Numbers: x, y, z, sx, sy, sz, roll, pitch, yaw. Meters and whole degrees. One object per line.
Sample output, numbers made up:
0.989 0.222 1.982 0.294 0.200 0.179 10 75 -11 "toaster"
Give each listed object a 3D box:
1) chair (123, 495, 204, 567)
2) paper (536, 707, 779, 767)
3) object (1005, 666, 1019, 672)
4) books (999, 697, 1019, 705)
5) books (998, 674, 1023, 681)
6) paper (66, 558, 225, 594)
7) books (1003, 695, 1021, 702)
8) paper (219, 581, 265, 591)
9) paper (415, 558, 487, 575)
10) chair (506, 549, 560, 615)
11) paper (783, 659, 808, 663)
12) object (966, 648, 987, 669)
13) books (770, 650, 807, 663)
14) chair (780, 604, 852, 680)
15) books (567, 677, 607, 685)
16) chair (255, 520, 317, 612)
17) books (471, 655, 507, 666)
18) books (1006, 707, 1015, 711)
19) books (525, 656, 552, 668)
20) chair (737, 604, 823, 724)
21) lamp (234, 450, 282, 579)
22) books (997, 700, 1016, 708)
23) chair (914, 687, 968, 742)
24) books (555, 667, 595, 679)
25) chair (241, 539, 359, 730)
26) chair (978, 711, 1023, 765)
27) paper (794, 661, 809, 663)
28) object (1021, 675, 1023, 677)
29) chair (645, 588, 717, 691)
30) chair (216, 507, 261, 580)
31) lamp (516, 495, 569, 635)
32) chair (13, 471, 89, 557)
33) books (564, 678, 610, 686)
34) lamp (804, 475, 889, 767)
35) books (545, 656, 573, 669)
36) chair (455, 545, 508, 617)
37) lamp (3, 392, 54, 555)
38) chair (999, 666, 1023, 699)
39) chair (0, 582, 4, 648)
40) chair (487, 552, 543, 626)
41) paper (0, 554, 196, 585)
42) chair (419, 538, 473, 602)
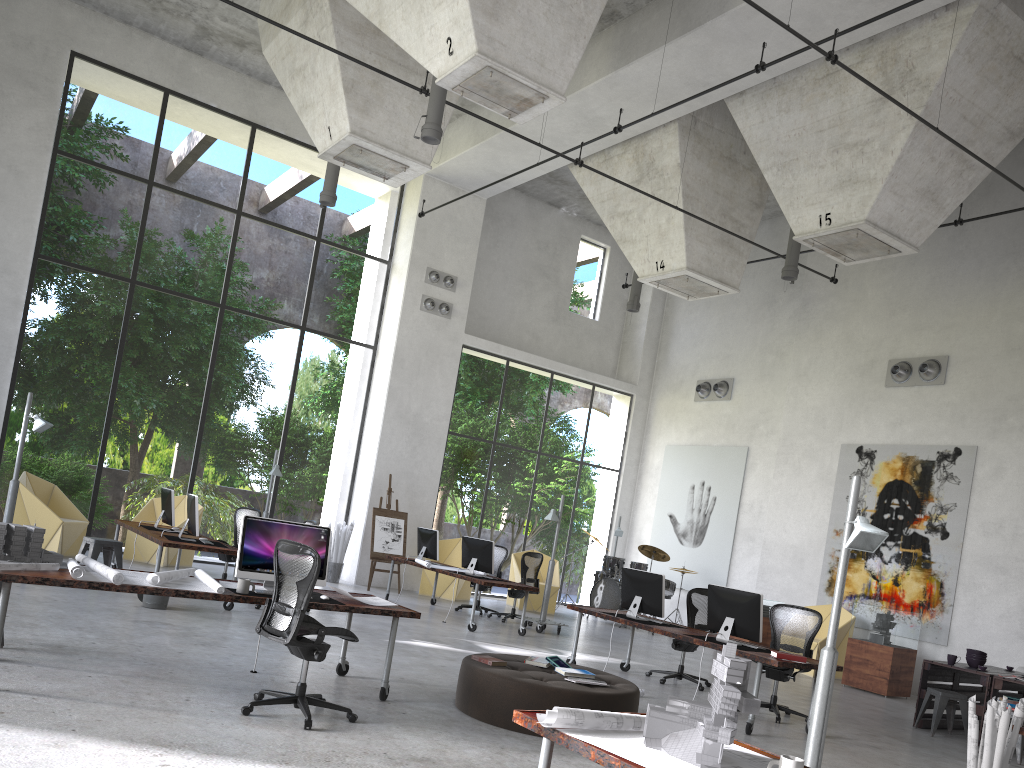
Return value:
-5.679 2.363 14.369 0.975 1.163 0.947 8 -5 13 "chair"
0.784 1.460 3.480 0.991 0.104 1.071 16 -11 -37 "paper"
5.982 3.419 10.539 0.138 0.056 0.117 12 -8 -17 "object"
5.208 3.294 9.097 0.253 0.032 0.178 6 -9 18 "books"
5.448 3.176 9.513 0.302 0.030 0.227 5 -10 24 "books"
-2.615 1.351 6.253 1.090 0.104 0.974 15 -11 -33 "paper"
5.217 3.266 9.095 0.203 0.025 0.146 7 -9 13 "books"
-2.029 1.578 6.810 0.489 0.001 0.430 13 -10 -22 "paper"
-0.965 2.854 13.763 1.086 0.104 0.978 13 -10 -23 "paper"
0.450 3.832 17.138 0.985 1.163 0.937 11 -5 -13 "chair"
2.603 2.575 8.215 0.292 0.001 0.211 12 -10 -16 "paper"
5.361 3.175 10.149 0.216 0.213 0.192 13 -6 -32 "object"
2.572 2.539 8.189 0.285 0.052 0.205 10 -9 -1 "books"
4.845 4.045 14.003 0.947 1.162 0.975 13 -6 -34 "chair"
0.596 2.360 6.988 0.301 0.040 0.222 9 -9 2 "books"
-2.866 2.295 11.221 0.804 1.178 0.765 13 -5 -44 "chair"
-0.185 2.268 7.206 0.177 0.032 0.253 17 -12 -41 "books"
5.201 3.360 9.091 0.283 0.035 0.201 7 -9 13 "books"
0.231 2.384 7.539 0.196 0.034 0.289 7 -9 13 "books"
2.863 2.922 9.264 0.765 1.178 0.805 8 -4 26 "chair"
-4.046 2.141 14.443 0.586 2.141 0.592 11 -2 -33 "lamp"
5.207 3.326 9.092 0.284 0.033 0.200 10 -9 -2 "books"
4.848 3.694 9.851 0.419 0.486 0.442 9 -5 2 "chair"
0.522 2.387 7.260 0.287 0.033 0.198 13 -10 -20 "books"
-1.416 1.692 6.086 0.764 1.178 0.805 7 -4 31 "chair"
5.149 3.616 9.070 0.443 0.486 0.417 13 -6 -38 "chair"
2.595 2.574 8.211 0.288 0.001 0.214 2 -12 39 "paper"
5.824 3.292 9.830 0.238 0.019 0.233 16 -11 -37 "object"
2.074 2.996 10.515 0.786 1.178 0.783 6 -5 41 "chair"
-3.954 2.306 12.391 0.765 1.178 0.804 8 -4 21 "chair"
0.621 2.783 13.665 0.603 2.141 0.575 11 -2 -33 "lamp"
-6.916 1.945 13.070 0.933 1.162 0.989 9 -5 3 "chair"
0.594 2.363 6.962 0.302 0.031 0.220 12 -10 -18 "books"
1.872 1.601 5.185 0.581 2.141 0.597 10 -2 -8 "lamp"
0.401 2.388 7.493 0.203 0.102 0.147 2 -10 42 "books"
-0.464 3.272 14.755 0.769 1.178 0.801 9 -4 6 "chair"
-5.749 1.154 10.150 0.596 2.141 0.582 9 -2 0 "lamp"
6.504 4.012 11.081 0.689 0.814 0.785 5 -7 42 "chair"
-4.039 1.670 6.480 0.417 0.486 0.444 7 -6 30 "chair"
0.082 3.295 14.343 0.787 1.178 0.782 8 -4 21 "chair"
-2.826 1.303 6.147 0.889 0.102 1.958 8 -9 6 "paper"
-1.194 3.486 16.688 0.974 1.163 0.947 8 -5 16 "chair"
